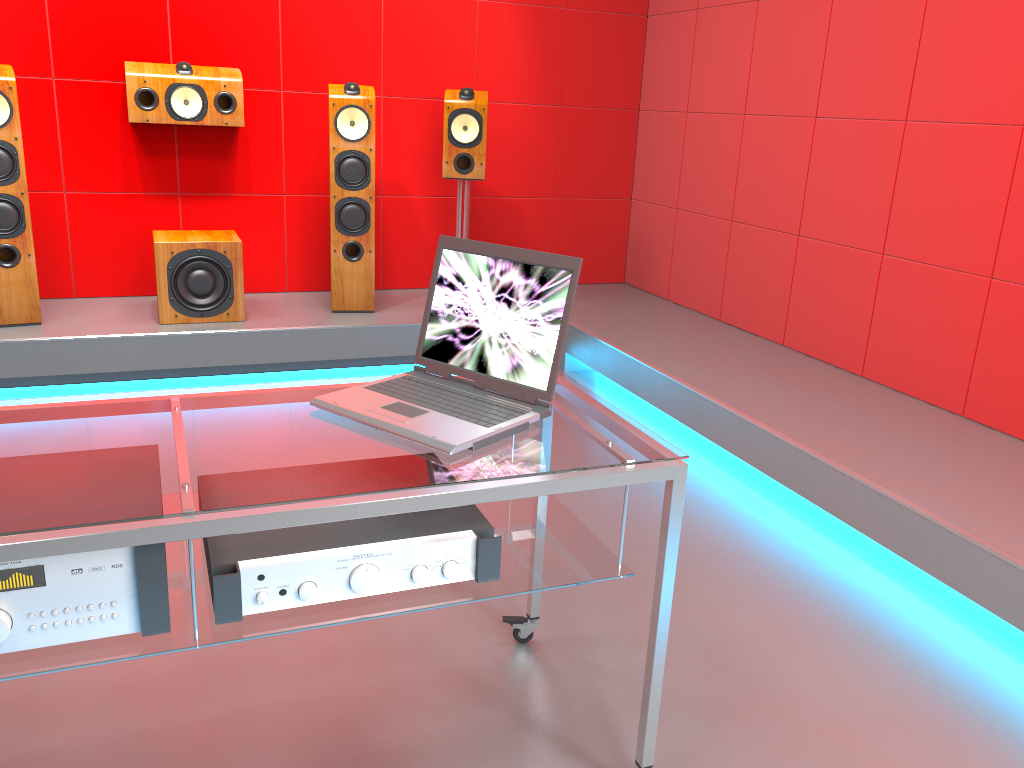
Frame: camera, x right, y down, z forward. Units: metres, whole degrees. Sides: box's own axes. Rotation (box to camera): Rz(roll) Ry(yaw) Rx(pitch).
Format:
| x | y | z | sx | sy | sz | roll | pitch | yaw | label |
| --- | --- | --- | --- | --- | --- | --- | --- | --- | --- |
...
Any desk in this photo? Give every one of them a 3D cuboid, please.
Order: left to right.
| x | y | z | sx | sy | sz | roll | pitch | yaw | label |
| --- | --- | --- | --- | --- | --- | --- | --- | --- | --- |
| -0.570 | 0.420 | 1.506 | 1.617 | 0.690 | 0.594 | -4 | 19 | -22 | desk |

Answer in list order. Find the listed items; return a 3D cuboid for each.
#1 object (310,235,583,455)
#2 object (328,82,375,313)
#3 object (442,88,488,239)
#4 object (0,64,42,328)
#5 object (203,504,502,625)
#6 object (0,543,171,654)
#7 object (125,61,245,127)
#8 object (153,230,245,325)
| x | y | z | sx | sy | sz | roll | pitch | yaw | label |
| --- | --- | --- | --- | --- | --- | --- | --- | --- | --- |
| -0.118 | -0.089 | 1.576 | 0.342 | 0.285 | 0.340 | 16 | 21 | 35 | object |
| -0.758 | -0.875 | 4.201 | 0.203 | 1.052 | 0.238 | -1 | 18 | -12 | object |
| -0.241 | -0.907 | 4.383 | 0.231 | 1.058 | 0.265 | 2 | 17 | -3 | object |
| -2.108 | -0.771 | 3.639 | 0.203 | 1.052 | 0.238 | -8 | 20 | -31 | object |
| -0.288 | 0.248 | 1.498 | 0.435 | 0.092 | 0.365 | -4 | 19 | -22 | object |
| -0.741 | 0.250 | 1.303 | 0.431 | 0.158 | 0.371 | -4 | 19 | -22 | object |
| -1.502 | -1.335 | 4.073 | 0.493 | 0.271 | 0.235 | -4 | 19 | -22 | object |
| -1.420 | -0.491 | 4.020 | 0.360 | 0.360 | 0.360 | -4 | 19 | -22 | object |
